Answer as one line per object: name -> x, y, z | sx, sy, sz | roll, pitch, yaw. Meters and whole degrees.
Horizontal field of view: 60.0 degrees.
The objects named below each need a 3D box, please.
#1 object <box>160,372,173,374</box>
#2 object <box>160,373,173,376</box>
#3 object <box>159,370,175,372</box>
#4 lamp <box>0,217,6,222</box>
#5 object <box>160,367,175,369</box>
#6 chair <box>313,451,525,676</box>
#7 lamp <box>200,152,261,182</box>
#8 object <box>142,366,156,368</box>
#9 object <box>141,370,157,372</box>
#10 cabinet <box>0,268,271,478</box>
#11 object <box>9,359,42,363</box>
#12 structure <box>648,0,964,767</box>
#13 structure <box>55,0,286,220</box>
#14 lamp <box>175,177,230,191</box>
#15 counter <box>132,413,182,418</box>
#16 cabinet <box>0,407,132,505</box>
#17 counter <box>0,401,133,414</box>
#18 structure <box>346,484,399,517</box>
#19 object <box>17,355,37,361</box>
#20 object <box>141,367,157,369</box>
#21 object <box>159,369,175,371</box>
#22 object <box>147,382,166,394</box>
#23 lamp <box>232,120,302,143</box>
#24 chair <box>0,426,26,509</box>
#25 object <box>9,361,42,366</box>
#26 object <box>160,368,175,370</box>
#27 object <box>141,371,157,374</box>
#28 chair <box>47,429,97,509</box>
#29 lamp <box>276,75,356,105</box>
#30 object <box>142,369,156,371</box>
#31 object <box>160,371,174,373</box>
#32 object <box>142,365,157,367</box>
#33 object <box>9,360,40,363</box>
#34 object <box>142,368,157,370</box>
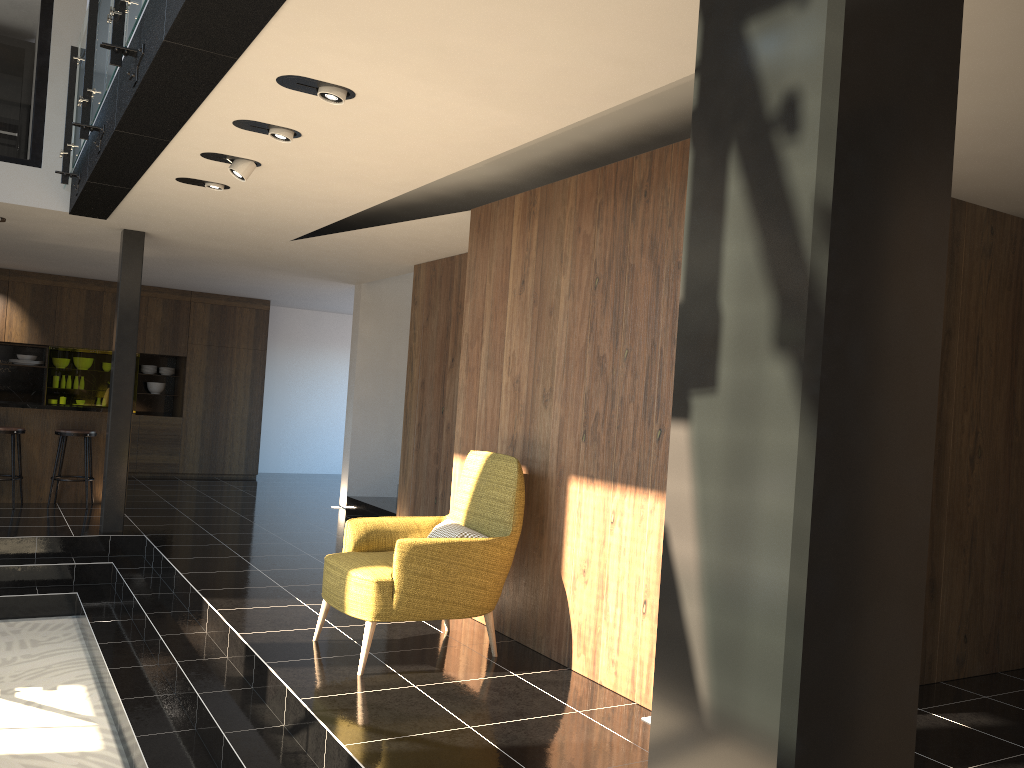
object -> -5.147, -0.158, 13.225 | 0.220, 0.033, 0.220 | 3, -2, 43
object -> -5.148, -0.145, 13.225 | 0.220, 0.033, 0.220 | 3, -2, 43
object -> -5.145, -0.181, 13.225 | 0.220, 0.033, 0.220 | 3, -2, 43
lamp -> -4.679, -1.518, 7.700 | 0.502, 0.194, 0.349 | 5, -1, -31
object -> -5.142, -0.227, 13.226 | 0.220, 0.033, 0.220 | 3, -2, 43
chair -> -0.493, 0.916, 4.906 | 1.031, 1.097, 0.807 | 5, -1, -32
lamp -> -1.637, -1.319, 5.171 | 0.346, 0.247, 0.195 | 5, -1, -31
object -> -5.360, -0.245, 13.096 | 0.220, 0.033, 0.220 | 4, -1, -21
object -> -5.365, -0.176, 13.095 | 0.220, 0.033, 0.220 | 4, -1, -21
cabinet -> -6.915, -0.173, 11.996 | 6.896, 2.690, 0.869 | 5, -1, -31
object -> -6.727, -0.306, 12.296 | 0.438, 0.039, 0.438 | 4, -1, 5
structure -> -0.859, 0.259, 0.260 | 3.783, 3.244, 1.148 | 5, -1, -31
structure -> -2.823, -0.213, 3.485 | 3.449, 4.868, 7.277 | 4, -1, -31
lamp -> -2.029, -1.376, 5.838 | 0.346, 0.158, 0.195 | 5, -1, -31
counter -> -6.949, 0.312, 11.998 | 4.593, 0.005, 0.862 | 5, -1, -31
cabinet -> -5.858, 0.687, 9.010 | 3.565, 0.994, 0.698 | 5, -1, -31
counter -> -5.824, 0.169, 9.013 | 3.575, 0.041, 0.698 | 5, -1, -31
structure -> 0.666, 0.115, 8.214 | 1.965, 3.017, 6.660 | 4, -1, -31
object -> -6.726, -0.354, 12.297 | 0.254, 0.088, 0.254 | 4, -1, -5
object -> -5.362, -0.222, 13.096 | 0.220, 0.033, 0.220 | 4, -1, -21
object -> -5.145, -0.193, 13.226 | 0.220, 0.033, 0.220 | 3, -2, 43
object -> -5.283, 0.065, 13.163 | 0.264, 0.170, 0.264 | 3, -1, 34
lamp -> -1.239, -1.341, 4.505 | 0.346, 0.177, 0.195 | 5, -1, -31
chair -> -5.144, 0.835, 8.921 | 0.413, 0.799, 0.412 | 4, -1, -21
object -> -6.729, -0.279, 12.296 | 0.438, 0.039, 0.438 | 4, -1, 5
object -> -5.143, -0.214, 13.226 | 0.220, 0.033, 0.220 | 3, -2, 43
object -> -5.366, -0.163, 13.095 | 0.220, 0.033, 0.220 | 4, -1, -21
chair -> -4.578, 0.882, 9.258 | 0.413, 0.799, 0.412 | 4, -1, -21
lamp -> -0.843, -1.328, 3.837 | 0.346, 0.177, 0.195 | 5, -1, -31
object -> -5.363, -0.199, 13.096 | 0.220, 0.033, 0.220 | 4, -1, -21
object -> -5.146, -0.170, 13.225 | 0.220, 0.033, 0.220 | 3, -2, 43
object -> -5.359, -0.257, 13.096 | 0.220, 0.033, 0.220 | 4, -1, -21
object -> -6.728, -0.291, 12.296 | 0.438, 0.039, 0.438 | 4, -1, 5
object -> -5.363, -0.211, 13.096 | 0.220, 0.033, 0.220 | 4, -1, -21
